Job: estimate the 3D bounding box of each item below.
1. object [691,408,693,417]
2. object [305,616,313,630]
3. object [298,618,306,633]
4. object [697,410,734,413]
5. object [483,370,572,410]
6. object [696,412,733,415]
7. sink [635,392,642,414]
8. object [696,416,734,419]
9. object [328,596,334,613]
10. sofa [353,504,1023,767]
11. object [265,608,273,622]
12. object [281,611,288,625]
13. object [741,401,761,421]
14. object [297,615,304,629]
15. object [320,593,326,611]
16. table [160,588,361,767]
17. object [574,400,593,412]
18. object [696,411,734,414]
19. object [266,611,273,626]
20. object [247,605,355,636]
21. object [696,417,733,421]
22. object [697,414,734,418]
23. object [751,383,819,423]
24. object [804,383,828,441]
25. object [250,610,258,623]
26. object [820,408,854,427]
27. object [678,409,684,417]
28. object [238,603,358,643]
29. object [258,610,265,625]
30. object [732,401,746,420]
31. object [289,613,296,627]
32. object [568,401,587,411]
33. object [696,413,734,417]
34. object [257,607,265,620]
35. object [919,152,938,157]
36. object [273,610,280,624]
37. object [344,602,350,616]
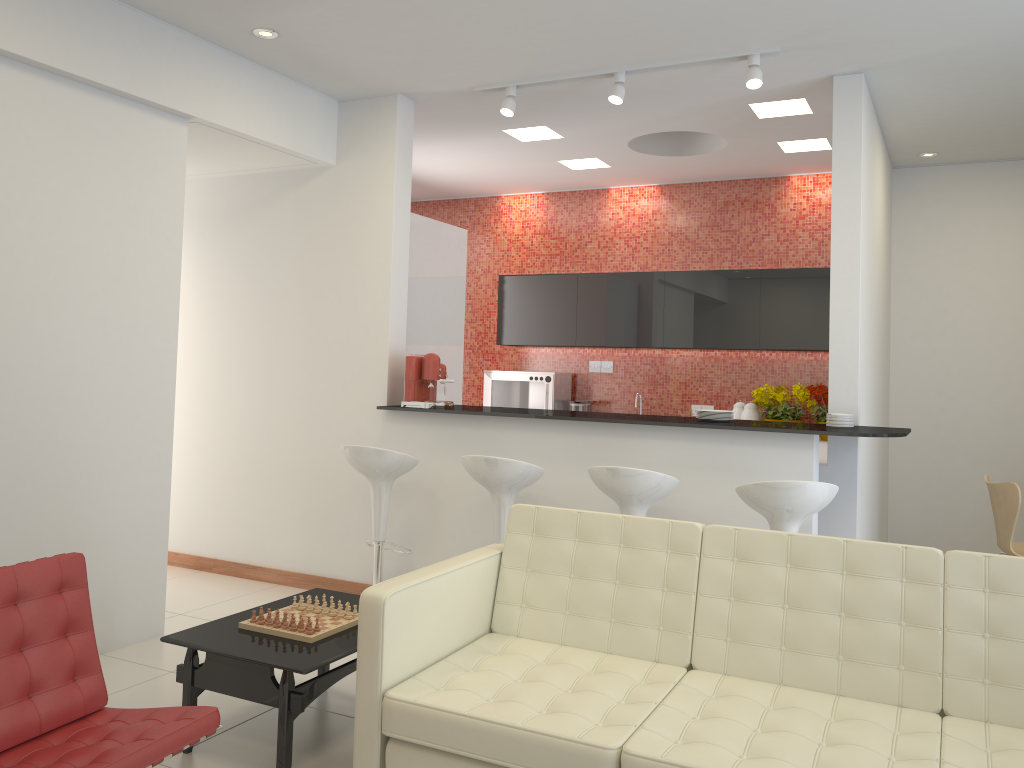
[{"bbox_3d":[1.533,0.308,7.500,0.009,0.196,0.139,2,-1,-4],"label":"object"},{"bbox_3d":[-0.782,0.919,3.407,0.030,0.050,0.030,1,-2,34],"label":"object"},{"bbox_3d":[-0.800,0.917,3.371,0.030,0.052,0.030,1,-2,34],"label":"object"},{"bbox_3d":[1.144,0.157,4.989,0.210,0.015,0.210,1,1,-19],"label":"object"},{"bbox_3d":[0.136,0.120,8.239,0.722,0.472,0.434,2,-1,27],"label":"object"},{"bbox_3d":[1.144,0.171,4.988,0.210,0.015,0.210,1,1,-19],"label":"object"},{"bbox_3d":[1.095,0.342,7.784,0.808,0.539,0.416,2,-1,27],"label":"sink"},{"bbox_3d":[1.143,0.192,4.987,0.210,0.015,0.210,1,1,-19],"label":"object"},{"bbox_3d":[-0.745,0.909,3.657,0.030,0.064,0.030,0,-2,34],"label":"object"},{"bbox_3d":[0.858,0.981,2.672,2.566,0.924,0.999,2,0,27],"label":"sofa"},{"bbox_3d":[-0.960,0.912,3.497,0.030,0.050,0.030,1,-2,34],"label":"object"},{"bbox_3d":[-0.889,0.915,3.461,0.030,0.050,0.030,1,-2,34],"label":"object"},{"bbox_3d":[1.953,0.285,7.241,0.159,0.284,0.159,2,-2,-12],"label":"object"},{"bbox_3d":[-0.817,0.917,3.425,0.030,0.050,0.030,1,-2,34],"label":"object"},{"bbox_3d":[-0.781,0.905,3.675,0.030,0.069,0.030,0,-2,34],"label":"object"},{"bbox_3d":[-0.813,1.171,3.559,0.701,0.423,0.915,2,0,27],"label":"table"},{"bbox_3d":[0.656,0.262,8.176,0.171,0.216,0.172,3,-2,-45],"label":"object"},{"bbox_3d":[1.144,0.164,4.988,0.210,0.015,0.210,1,1,-19],"label":"object"},{"bbox_3d":[-0.942,0.911,3.443,0.030,0.055,0.030,1,-2,34],"label":"object"},{"bbox_3d":[-0.827,0.939,3.540,0.346,0.001,0.349,2,1,27],"label":"object"},{"bbox_3d":[1.143,0.199,4.987,0.210,0.015,0.210,1,1,-19],"label":"object"},{"bbox_3d":[1.143,0.185,4.988,0.210,0.015,0.210,1,1,-19],"label":"object"},{"bbox_3d":[2.184,0.206,7.128,0.522,0.450,0.502,1,-1,29],"label":"object"},{"bbox_3d":[2.561,0.221,6.942,0.503,0.450,0.521,2,-1,7],"label":"object"},{"bbox_3d":[-1.014,0.913,3.479,0.030,0.044,0.030,1,-2,34],"label":"object"},{"bbox_3d":[1.754,0.178,4.780,0.173,0.098,0.140,2,0,19],"label":"object"},{"bbox_3d":[1.472,0.307,7.478,0.164,0.178,0.011,1,-2,40],"label":"object"},{"bbox_3d":[-0.827,0.950,3.539,0.360,0.021,0.360,2,1,27],"label":"object"},{"bbox_3d":[-0.978,0.911,3.461,0.030,0.052,0.030,1,-2,34],"label":"object"},{"bbox_3d":[1.913,0.280,7.427,0.159,0.284,0.159,2,-2,-12],"label":"object"},{"bbox_3d":[-0.853,0.916,3.443,0.030,0.050,0.030,1,-2,34],"label":"object"},{"bbox_3d":[0.587,0.264,7.951,0.171,0.216,0.172,3,-2,-45],"label":"object"},{"bbox_3d":[1.144,0.178,4.988,0.210,0.015,0.210,1,1,-19],"label":"object"},{"bbox_3d":[-0.996,0.910,3.515,0.030,0.050,0.030,1,-2,34],"label":"object"},{"bbox_3d":[3.168,-1.744,6.738,0.129,0.010,0.129,1,1,-18],"label":"object"},{"bbox_3d":[-0.925,0.913,3.479,0.030,0.050,0.030,1,-2,34],"label":"object"},{"bbox_3d":[-0.674,0.917,3.621,0.030,0.052,0.030,1,-2,19],"label":"object"}]
